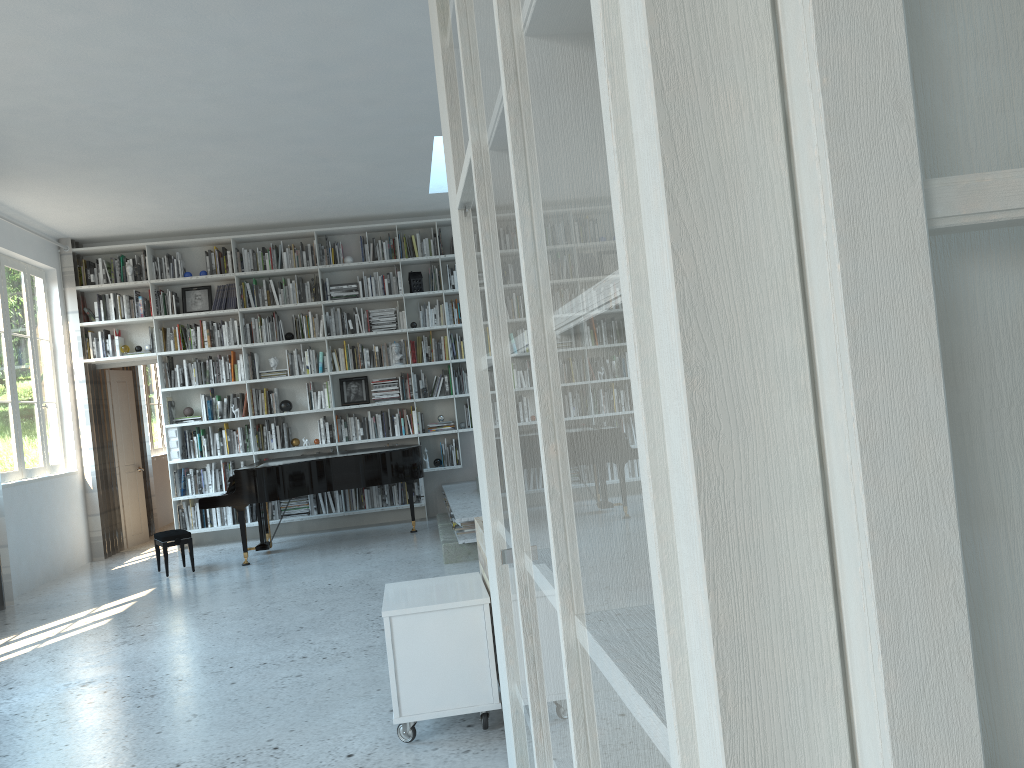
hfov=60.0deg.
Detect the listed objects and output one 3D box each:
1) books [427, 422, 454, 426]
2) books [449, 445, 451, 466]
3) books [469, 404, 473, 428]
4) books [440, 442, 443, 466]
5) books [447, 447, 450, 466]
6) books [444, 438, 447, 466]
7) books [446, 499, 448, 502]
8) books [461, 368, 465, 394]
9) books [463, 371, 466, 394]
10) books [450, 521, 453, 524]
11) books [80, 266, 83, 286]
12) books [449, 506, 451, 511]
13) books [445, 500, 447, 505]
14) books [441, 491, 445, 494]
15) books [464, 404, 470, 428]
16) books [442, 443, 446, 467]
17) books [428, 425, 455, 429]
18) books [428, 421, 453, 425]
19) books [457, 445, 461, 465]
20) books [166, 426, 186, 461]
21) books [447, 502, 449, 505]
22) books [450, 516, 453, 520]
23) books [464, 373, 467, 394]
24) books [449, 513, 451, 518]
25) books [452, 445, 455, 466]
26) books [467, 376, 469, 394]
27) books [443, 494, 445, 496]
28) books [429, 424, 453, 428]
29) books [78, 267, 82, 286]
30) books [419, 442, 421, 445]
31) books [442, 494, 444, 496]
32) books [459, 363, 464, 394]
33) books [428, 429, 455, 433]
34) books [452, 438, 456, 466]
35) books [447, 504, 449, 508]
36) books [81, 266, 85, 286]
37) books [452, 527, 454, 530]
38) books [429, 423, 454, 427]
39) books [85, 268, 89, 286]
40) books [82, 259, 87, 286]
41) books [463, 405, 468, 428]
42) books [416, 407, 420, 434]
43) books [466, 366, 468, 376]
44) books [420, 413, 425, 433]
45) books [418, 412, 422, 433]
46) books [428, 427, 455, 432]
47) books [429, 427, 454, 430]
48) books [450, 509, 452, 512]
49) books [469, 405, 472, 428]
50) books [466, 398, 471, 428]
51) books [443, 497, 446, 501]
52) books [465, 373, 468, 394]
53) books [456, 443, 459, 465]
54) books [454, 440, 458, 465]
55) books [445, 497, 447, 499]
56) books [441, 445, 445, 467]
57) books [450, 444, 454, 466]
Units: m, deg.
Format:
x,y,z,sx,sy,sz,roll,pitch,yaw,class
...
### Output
x,y,z,sx,sy,sz,roll,pitch,yaw,class
-0.752,0.422,9.413,0.285,0.012,0.159,-6,-1,-3,books
-0.653,0.752,9.365,0.026,0.225,0.175,-6,0,-7,books
-0.431,0.340,9.487,0.023,0.256,0.178,-6,0,-7,books
-0.744,0.742,9.371,0.005,0.264,0.162,-6,0,-7,books
-0.674,0.766,9.387,0.013,0.202,0.139,-6,0,-7,books
-0.702,0.720,9.386,0.032,0.300,0.149,-6,0,-7,books
-0.533,1.099,8.442,0.182,0.016,0.199,-6,-1,-2,books
-0.525,-0.032,9.489,0.005,0.284,0.159,-6,0,-7,books
-0.514,-0.016,9.492,0.013,0.248,0.165,-6,0,-7,books
-0.421,1.167,7.522,0.193,0.005,0.225,-6,-1,-11,books
-4.377,-1.082,9.073,0.024,0.228,0.130,-6,0,-7,books
-0.487,1.134,8.135,0.182,0.013,0.287,-6,-1,-6,books
-0.590,1.196,9.058,0.189,0.030,0.237,-6,-1,-7,books
-0.641,1.130,9.348,0.191,0.013,0.243,-6,-1,-11,books
-0.478,0.342,9.480,0.023,0.262,0.186,-6,0,-7,books
-0.720,0.749,9.365,0.014,0.246,0.176,-6,0,-7,books
-0.748,0.458,9.411,0.285,0.012,0.159,-6,-1,-4,books
-0.753,0.410,9.406,0.254,0.012,0.161,-6,-1,2,books
-0.565,0.753,9.402,0.012,0.206,0.160,-6,0,-7,books
-3.442,0.610,9.110,0.106,0.340,0.307,-6,0,-7,books
-0.551,1.168,8.753,0.172,0.014,0.221,-6,-1,-6,books
-0.420,1.127,7.523,0.189,0.013,0.215,-6,-1,-9,books
-0.500,-0.006,9.483,0.011,0.226,0.188,-6,0,-7,books
-0.457,1.154,7.826,0.189,0.009,0.291,-6,-1,-4,books
-0.622,0.756,9.368,0.011,0.212,0.178,-6,0,-7,books
-0.474,0.012,9.494,0.013,0.186,0.184,-6,-1,-7,books
-0.631,1.153,9.349,0.187,0.009,0.211,-6,-1,-8,books
-0.749,0.446,9.415,0.254,0.012,0.161,-6,-1,-2,books
-4.393,-1.076,9.049,0.014,0.219,0.188,-6,0,-7,books
-0.959,0.755,9.389,0.012,0.285,0.159,-6,0,-7,books
-0.632,1.164,9.349,0.177,0.012,0.278,-6,-1,-11,books
-0.543,-0.059,9.512,0.007,0.342,0.149,-6,0,-7,books
-0.744,0.494,9.411,0.285,0.012,0.159,-6,-1,-4,books
-0.611,0.718,9.377,0.021,0.285,0.172,-6,0,-7,books
-0.556,1.189,8.752,0.177,0.026,0.230,-6,-1,-4,books
-4.353,-1.083,9.066,0.023,0.223,0.151,-6,0,-7,books
-0.387,1.153,7.223,0.191,0.016,0.209,-6,-1,-2,books
-0.750,0.434,9.404,0.254,0.012,0.161,-6,-1,-7,books
-4.313,-1.072,9.064,0.024,0.195,0.167,-6,0,-7,books
-4.337,-1.116,9.059,0.014,0.286,0.175,-6,0,-7,books
-0.498,0.348,9.498,0.012,0.254,0.161,-6,0,-7,books
-1.005,0.385,9.446,0.012,0.285,0.159,-6,0,-7,books
-0.467,-0.045,9.494,0.014,0.297,0.175,-6,0,-7,books
-0.953,0.417,9.454,0.030,0.210,0.136,-6,0,-7,books
-0.982,0.411,9.448,0.027,0.229,0.141,-6,0,-7,books
-0.745,0.483,9.416,0.285,0.012,0.159,-6,-1,-2,books
-0.747,0.471,9.413,0.254,0.012,0.161,-6,-1,-1,books
-0.449,1.117,7.828,0.160,0.025,0.244,-6,-1,-12,books
-0.452,0.350,9.510,0.015,0.240,0.152,-6,0,-7,books
-0.465,0.313,9.483,0.010,0.316,0.187,-6,0,-7,books
-0.602,1.156,9.057,0.191,0.028,0.212,-6,-1,-3,books
-0.489,-0.003,9.497,0.013,0.218,0.160,-6,0,-7,books
-0.578,0.741,9.388,0.013,0.233,0.149,-6,0,-7,books
-0.595,0.724,9.401,0.015,0.271,0.157,-6,0,-7,books
-0.564,1.115,8.752,0.180,0.015,0.294,-6,-1,-9,books
-0.734,0.759,9.380,0.012,0.229,0.129,-6,0,-7,books
-0.636,0.751,9.384,0.012,0.225,0.149,-6,0,-7,books
